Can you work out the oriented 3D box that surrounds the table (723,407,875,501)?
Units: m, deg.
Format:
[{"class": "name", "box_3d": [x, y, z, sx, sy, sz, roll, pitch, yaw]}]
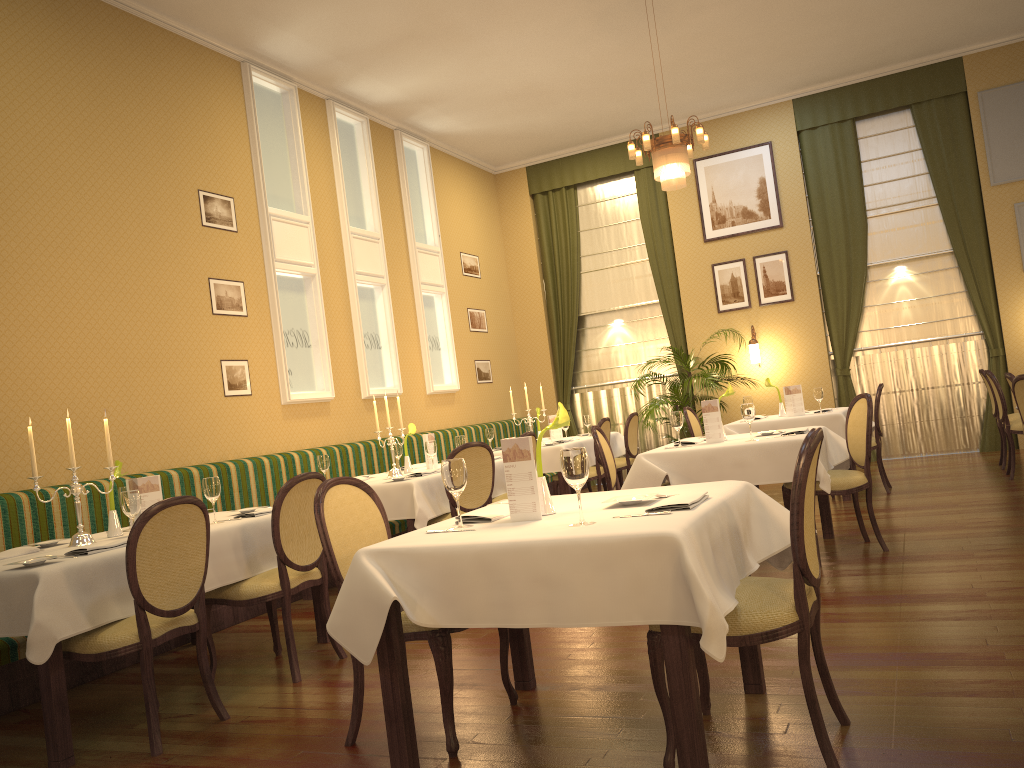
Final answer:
[{"class": "table", "box_3d": [2.643, 0.664, 8.229, 1.389, 0.759, 1.395, -8, -2, 26]}]

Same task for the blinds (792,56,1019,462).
[{"class": "blinds", "box_3d": [4.491, -1.414, 10.235, 1.878, 4.537, 0.129, -8, -2, 24]}]

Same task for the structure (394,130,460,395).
[{"class": "structure", "box_3d": [-1.010, -1.368, 10.174, 0.200, 2.985, 0.670, -8, -2, 24]}]

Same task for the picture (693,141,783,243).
[{"class": "picture", "box_3d": [2.774, -2.357, 10.925, 0.966, 1.057, 0.027, -8, -2, 24]}]

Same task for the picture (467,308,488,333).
[{"class": "picture", "box_3d": [-0.433, -0.803, 11.214, 0.008, 0.294, 0.504, -8, -2, 24]}]

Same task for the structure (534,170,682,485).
[{"class": "structure", "box_3d": [1.380, -0.952, 11.796, 1.942, 4.511, 0.123, -8, -2, 24]}]

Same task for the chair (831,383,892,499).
[{"class": "chair", "box_3d": [3.098, 0.501, 7.968, 0.571, 0.955, 0.530, -8, -2, 24]}]

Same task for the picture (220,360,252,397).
[{"class": "picture", "box_3d": [-2.207, -0.048, 7.103, 0.008, 0.294, 0.313, -8, -2, 24]}]

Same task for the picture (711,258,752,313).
[{"class": "picture", "box_3d": [2.716, -1.213, 10.985, 0.412, 0.619, 0.022, -8, -2, 24]}]

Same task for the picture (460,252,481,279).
[{"class": "picture", "box_3d": [-0.523, -1.502, 11.236, 0.008, 0.294, 0.504, -8, -2, 24]}]

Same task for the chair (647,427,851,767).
[{"class": "chair", "box_3d": [0.726, 0.640, 2.744, 0.571, 0.955, 0.530, -8, -2, 24]}]

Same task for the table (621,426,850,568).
[{"class": "table", "box_3d": [1.528, 0.729, 5.773, 1.389, 0.759, 1.395, -8, -2, 26]}]

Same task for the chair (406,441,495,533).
[{"class": "chair", "box_3d": [-0.389, 0.890, 6.103, 0.530, 0.955, 0.571, -6, -2, -41]}]

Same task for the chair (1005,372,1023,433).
[{"class": "chair", "box_3d": [3.694, 0.360, 5.947, 0.571, 0.955, 0.530, -8, -2, 24]}]

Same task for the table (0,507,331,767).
[{"class": "table", "box_3d": [-1.768, 1.106, 4.311, 1.385, 0.759, 2.152, -8, -2, 24]}]

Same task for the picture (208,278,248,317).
[{"class": "picture", "box_3d": [-2.282, -0.695, 7.140, 0.008, 0.294, 0.401, -8, -2, 24]}]

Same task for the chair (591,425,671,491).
[{"class": "chair", "box_3d": [0.885, 0.725, 6.080, 0.571, 0.955, 0.530, -8, -2, 14]}]

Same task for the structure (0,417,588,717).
[{"class": "structure", "box_3d": [-2.391, 1.089, 5.381, 0.850, 1.031, 14.516, -8, -2, 24]}]

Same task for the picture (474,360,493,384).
[{"class": "picture", "box_3d": [-0.356, -0.157, 11.181, 0.008, 0.294, 0.437, -8, -2, 24]}]

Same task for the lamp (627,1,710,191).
[{"class": "lamp", "box_3d": [1.154, -2.426, 6.966, 0.593, 1.796, 0.593, -8, -2, 22]}]

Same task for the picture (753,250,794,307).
[{"class": "picture", "box_3d": [3.175, -1.279, 10.775, 0.412, 0.619, 0.022, -8, -2, 24]}]

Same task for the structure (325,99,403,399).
[{"class": "structure", "box_3d": [-1.534, -1.337, 9.018, 0.200, 2.985, 0.661, -8, -2, 24]}]

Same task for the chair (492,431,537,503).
[{"class": "chair", "box_3d": [-0.057, 0.871, 6.847, 0.571, 0.955, 0.530, -8, -2, 24]}]

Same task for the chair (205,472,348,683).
[{"class": "chair", "box_3d": [-1.178, 0.936, 4.379, 0.571, 0.955, 0.530, -8, -2, 24]}]

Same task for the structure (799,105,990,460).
[{"class": "structure", "box_3d": [4.535, -1.404, 10.346, 1.900, 4.511, 0.134, -8, -2, 24]}]

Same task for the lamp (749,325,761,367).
[{"class": "lamp", "box_3d": [2.925, -0.456, 10.741, 0.114, 0.513, 0.323, -8, -2, 14]}]

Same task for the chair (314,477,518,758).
[{"class": "chair", "box_3d": [-0.373, 0.799, 3.303, 0.571, 0.955, 0.530, -8, -2, 24]}]

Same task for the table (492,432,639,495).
[{"class": "table", "box_3d": [0.465, 0.976, 9.230, 1.385, 0.759, 2.152, -8, -2, 24]}]

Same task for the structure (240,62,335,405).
[{"class": "structure", "box_3d": [-2.028, -1.308, 7.929, 0.200, 2.985, 0.687, -8, -2, 24]}]

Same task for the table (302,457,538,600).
[{"class": "table", "box_3d": [-0.651, 1.041, 6.772, 1.385, 0.759, 2.152, -8, -2, 24]}]

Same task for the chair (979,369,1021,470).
[{"class": "chair", "box_3d": [4.798, 0.296, 8.381, 0.571, 0.955, 0.530, -8, -2, 24]}]

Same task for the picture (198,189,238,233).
[{"class": "picture", "box_3d": [-2.372, -1.393, 7.162, 0.008, 0.294, 0.401, -8, -2, 24]}]

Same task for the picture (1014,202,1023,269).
[{"class": "picture", "box_3d": [5.772, -1.622, 9.582, 0.512, 0.769, 0.027, -8, -2, 24]}]

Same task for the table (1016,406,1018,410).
[{"class": "table", "box_3d": [5.306, 0.307, 7.747, 1.385, 0.759, 2.152, -8, -2, 24]}]

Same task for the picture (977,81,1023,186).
[{"class": "picture", "box_3d": [5.656, -2.769, 9.604, 0.966, 1.057, 0.027, -8, -2, 24]}]

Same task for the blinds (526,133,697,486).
[{"class": "blinds", "box_3d": [1.332, -0.962, 11.692, 1.934, 4.537, 0.225, -8, -2, 24]}]

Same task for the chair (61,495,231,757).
[{"class": "chair", "box_3d": [-1.525, 0.957, 3.618, 0.571, 0.955, 0.530, -8, -2, 24]}]

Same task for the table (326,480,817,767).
[{"class": "table", "box_3d": [0.272, 0.803, 3.004, 1.389, 0.759, 1.395, -8, -2, 26]}]

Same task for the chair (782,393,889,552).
[{"class": "chair", "box_3d": [1.997, 0.565, 5.539, 0.571, 0.955, 0.530, -7, -2, 4]}]

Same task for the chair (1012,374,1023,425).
[{"class": "chair", "box_3d": [3.374, 0.380, 5.267, 0.571, 0.955, 0.530, -7, -2, -1]}]

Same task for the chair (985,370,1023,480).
[{"class": "chair", "box_3d": [4.479, 0.315, 7.677, 0.571, 0.955, 0.530, -8, -2, 24]}]
